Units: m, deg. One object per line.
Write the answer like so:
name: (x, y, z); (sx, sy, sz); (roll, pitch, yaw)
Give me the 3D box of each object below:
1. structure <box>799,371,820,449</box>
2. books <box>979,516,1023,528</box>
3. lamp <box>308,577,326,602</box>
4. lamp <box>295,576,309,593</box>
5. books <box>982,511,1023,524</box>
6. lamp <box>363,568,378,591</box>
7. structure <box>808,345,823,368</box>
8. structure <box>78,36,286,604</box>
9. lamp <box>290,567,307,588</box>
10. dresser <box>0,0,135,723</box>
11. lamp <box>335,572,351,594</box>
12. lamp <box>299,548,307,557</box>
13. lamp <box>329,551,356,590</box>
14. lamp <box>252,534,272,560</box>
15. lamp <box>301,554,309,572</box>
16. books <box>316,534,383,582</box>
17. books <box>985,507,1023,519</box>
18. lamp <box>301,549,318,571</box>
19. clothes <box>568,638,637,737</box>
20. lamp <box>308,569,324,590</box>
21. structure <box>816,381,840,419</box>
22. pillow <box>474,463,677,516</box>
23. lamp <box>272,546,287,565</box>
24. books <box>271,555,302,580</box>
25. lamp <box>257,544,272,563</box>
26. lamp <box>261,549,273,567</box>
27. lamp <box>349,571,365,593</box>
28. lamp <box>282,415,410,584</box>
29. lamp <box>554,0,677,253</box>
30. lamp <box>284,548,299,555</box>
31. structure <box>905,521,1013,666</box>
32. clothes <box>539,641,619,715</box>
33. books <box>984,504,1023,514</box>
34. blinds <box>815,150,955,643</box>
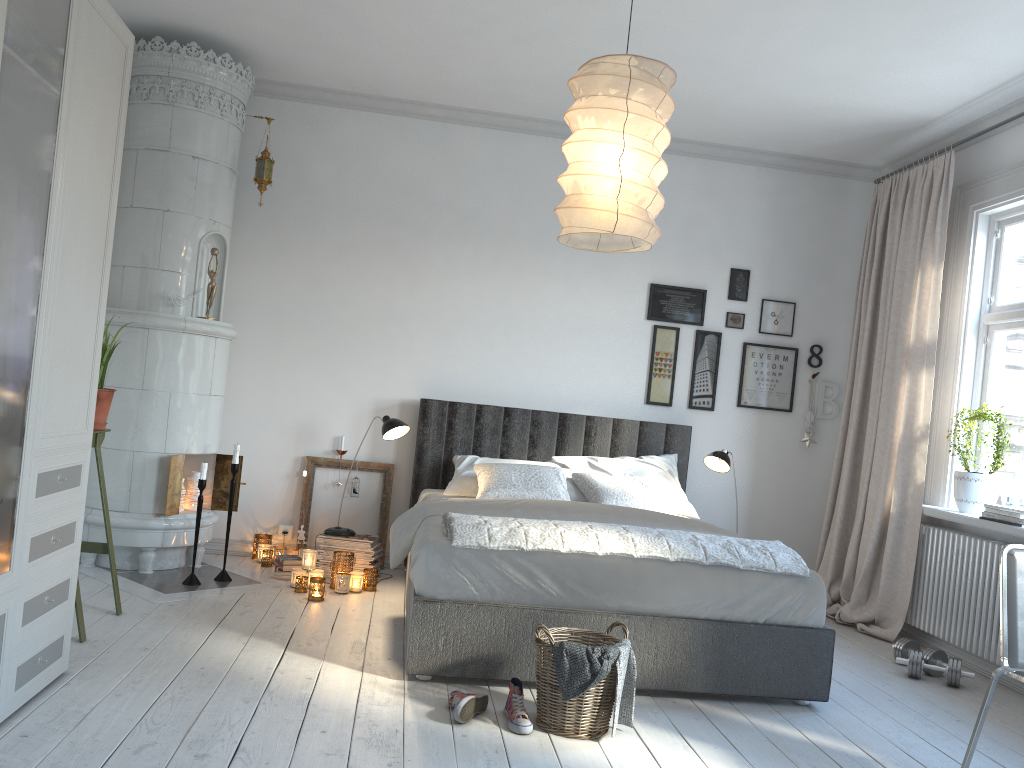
structure: (1.918, 0.162, 5.701); (0.134, 0.514, 0.078); (6, 0, -19)
books: (2.360, 0.648, 4.116); (0.219, 0.013, 0.272); (6, -1, -10)
lamp: (-0.968, 1.018, 4.401); (0.081, 0.106, 0.081); (6, -1, -30)
lamp: (-1.075, 1.024, 4.525); (0.067, 0.078, 0.070); (5, -1, 35)
books: (2.373, 0.631, 4.130); (0.207, 0.024, 0.262); (6, -1, -14)
lamp: (-0.760, 1.048, 4.743); (0.080, 0.107, 0.080); (6, -1, -34)
structure: (1.961, -0.180, 5.727); (0.096, 0.151, 0.014); (6, 0, -7)
structure: (-1.722, -0.341, 4.725); (1.247, 2.835, 0.801); (6, -1, 38)
lamp: (-1.115, 1.012, 4.623); (0.080, 0.098, 0.081); (6, -1, 28)
dresser: (-1.609, -0.148, 2.272); (0.631, 2.162, 1.432); (6, -1, -7)
lamp: (-0.879, 1.036, 4.605); (0.080, 0.098, 0.081); (6, -1, 28)
lamp: (-1.208, 1.016, 5.177); (0.080, 0.098, 0.081); (5, -1, 40)
lamp: (-0.901, 0.992, 4.716); (0.117, 0.188, 0.122); (5, -1, 36)
lamp: (-1.484, 0.969, 5.269); (0.108, 0.141, 0.107); (6, -1, -34)
lamp: (-1.163, 1.018, 5.053); (0.081, 0.098, 0.080); (6, -1, -35)
books: (-0.925, 0.975, 5.045); (0.346, 0.232, 0.245); (6, -1, 2)
books: (2.370, 0.606, 4.121); (0.207, 0.022, 0.253); (6, -1, -6)
lamp: (-1.058, 0.919, 4.629); (0.080, 0.098, 0.081); (5, -1, 37)
clothes: (0.252, 0.999, 2.989); (0.283, 0.288, 0.235); (5, -1, 32)
lamp: (-1.026, 1.022, 4.628); (0.080, 0.098, 0.081); (6, -1, 28)
structure: (2.052, 0.109, 5.742); (0.146, 0.239, 0.024); (6, 0, -7)
pillow: (0.348, 0.579, 4.833); (1.147, 0.225, 0.415); (6, -1, -14)
lamp: (-1.357, 1.001, 5.167); (0.081, 0.098, 0.080); (6, -1, -35)
books: (-1.225, 1.009, 4.883); (0.175, 0.096, 0.262); (6, -1, -12)
lamp: (-1.447, 0.992, 5.177); (0.081, 0.098, 0.080); (6, -1, -35)
lamp: (-1.403, 0.998, 5.072); (0.063, 0.091, 0.073); (6, -1, 26)
lamp: (-0.819, 1.044, 4.669); (0.080, 0.098, 0.081); (6, -1, 28)
lamp: (-0.983, 0.616, 5.029); (0.825, 0.936, 0.450); (6, -1, 11)
lamp: (0.352, -1.048, 2.745); (0.338, 1.231, 0.341); (6, 0, 25)
lamp: (-1.280, 1.008, 5.125); (0.081, 0.098, 0.080); (6, -1, -35)
structure: (2.322, 1.027, 4.243); (0.195, 0.547, 1.506); (6, -1, -7)
clothes: (0.228, 0.981, 2.949); (0.246, 0.270, 0.297); (6, -1, -6)
books: (2.373, 0.587, 4.116); (0.203, 0.015, 0.269); (6, -1, -10)
blinds: (2.086, 0.071, 5.067); (0.225, 2.647, 0.831); (6, 0, -7)
